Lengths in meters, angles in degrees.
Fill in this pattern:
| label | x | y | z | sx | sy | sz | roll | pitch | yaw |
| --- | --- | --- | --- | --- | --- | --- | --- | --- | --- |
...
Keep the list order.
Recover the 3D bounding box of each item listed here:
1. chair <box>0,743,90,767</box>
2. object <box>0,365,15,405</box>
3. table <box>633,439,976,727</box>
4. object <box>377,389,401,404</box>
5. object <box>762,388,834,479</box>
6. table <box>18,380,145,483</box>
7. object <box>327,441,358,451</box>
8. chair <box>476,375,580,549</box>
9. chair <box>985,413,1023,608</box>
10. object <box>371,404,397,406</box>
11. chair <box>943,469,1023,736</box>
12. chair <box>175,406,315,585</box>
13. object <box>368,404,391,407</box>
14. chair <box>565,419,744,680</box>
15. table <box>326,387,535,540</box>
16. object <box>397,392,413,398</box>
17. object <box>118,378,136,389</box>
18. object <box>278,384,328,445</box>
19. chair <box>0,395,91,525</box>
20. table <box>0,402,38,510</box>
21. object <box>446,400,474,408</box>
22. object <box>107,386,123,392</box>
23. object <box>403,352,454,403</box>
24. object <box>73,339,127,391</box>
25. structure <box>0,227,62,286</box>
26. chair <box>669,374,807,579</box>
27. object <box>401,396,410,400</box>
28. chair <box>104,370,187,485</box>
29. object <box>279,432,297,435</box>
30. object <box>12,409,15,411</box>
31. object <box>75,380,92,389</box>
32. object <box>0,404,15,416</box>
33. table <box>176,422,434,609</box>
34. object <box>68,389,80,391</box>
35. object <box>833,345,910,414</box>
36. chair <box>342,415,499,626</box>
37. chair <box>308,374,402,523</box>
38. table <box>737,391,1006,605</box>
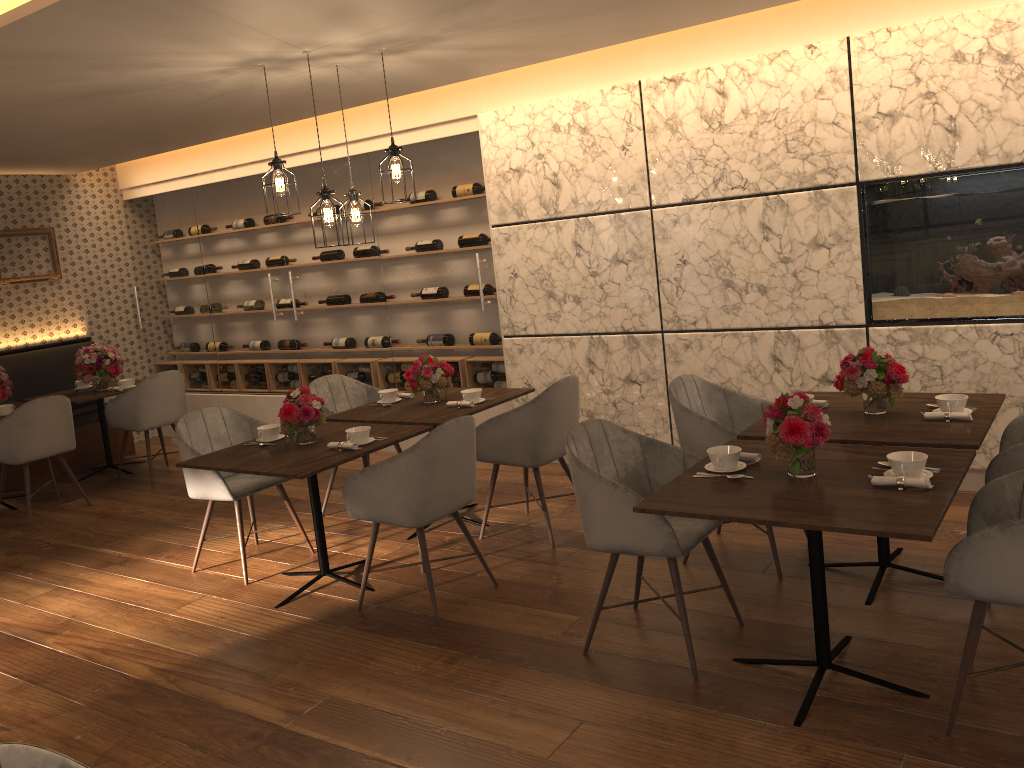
| label | x | y | z | sx | sy | sz | roll | pitch | yaw |
| --- | --- | --- | --- | --- | --- | --- | --- | --- | --- |
| chair | -0.731 | 1.073 | 1.361 | 0.526 | 0.867 | 0.569 | -1 | 9 | 35 |
| object | -4.015 | 0.027 | 6.722 | 0.406 | 0.422 | 0.422 | -8 | 8 | -12 |
| table | 1.052 | 0.672 | 3.044 | 0.896 | 0.716 | 0.903 | 0 | 10 | 35 |
| object | -0.748 | 0.076 | 5.369 | 0.148 | 0.072 | 0.149 | -4 | 9 | 13 |
| object | 0.986 | 0.161 | 3.039 | 0.234 | 0.299 | 0.308 | -5 | 8 | 13 |
| table | -3.494 | 0.404 | 7.592 | 0.896 | 0.716 | 0.903 | 0 | 10 | 35 |
| object | -0.806 | 0.294 | 4.212 | 0.175 | 0.039 | 0.056 | 0 | 11 | 35 |
| chair | 0.122 | 0.388 | 4.880 | 0.526 | 0.867 | 0.569 | -1 | 9 | 35 |
| chair | 2.155 | 0.404 | 3.464 | 0.526 | 0.867 | 0.569 | -1 | 9 | 35 |
| object | -0.766 | 0.125 | 5.294 | 0.210 | 0.004 | 0.022 | 0 | 11 | 35 |
| chair | 1.616 | 0.594 | 2.684 | 0.526 | 0.867 | 0.569 | -1 | 9 | 35 |
| chair | -1.498 | 0.567 | 4.870 | 0.526 | 0.867 | 0.569 | -1 | 9 | 35 |
| object | -0.788 | 0.125 | 5.275 | 0.197 | 0.015 | 0.043 | 1 | 12 | 39 |
| chair | 0.535 | 0.583 | 3.455 | 0.526 | 0.867 | 0.569 | -1 | 9 | 35 |
| table | -0.442 | 0.466 | 5.240 | 0.896 | 0.716 | 0.903 | 0 | 10 | 35 |
| object | -0.682 | 0.070 | 5.463 | 0.175 | 0.039 | 0.056 | 0 | 11 | 35 |
| object | -3.235 | 0.000 | 7.439 | 0.148 | 0.072 | 0.149 | -7 | 9 | -7 |
| object | -1.048 | 0.146 | 4.455 | 0.234 | 0.299 | 0.308 | -5 | 8 | 13 |
| chair | -3.468 | 0.516 | 6.451 | 0.526 | 0.867 | 0.569 | -1 | 9 | 35 |
| table | -4.032 | 0.594 | 6.811 | 0.896 | 0.716 | 0.903 | 0 | 10 | 35 |
| object | -0.290 | 0.112 | 4.959 | 0.175 | 0.039 | 0.056 | 0 | 11 | 35 |
| object | -3.297 | 0.039 | 7.348 | 0.175 | 0.039 | 0.056 | 0 | 11 | 35 |
| object | -0.489 | -0.042 | 5.210 | 0.306 | 0.299 | 0.235 | -11 | 9 | -33 |
| object | -3.496 | -0.159 | 7.492 | 0.406 | 0.422 | 0.422 | -8 | 8 | -11 |
| structure | -4.388 | -1.158 | 7.987 | 0.032 | 0.482 | 0.606 | -2 | 9 | 35 |
| chair | 1.074 | 0.393 | 4.235 | 0.526 | 0.867 | 0.569 | -1 | 9 | 35 |
| object | -0.693 | 0.084 | 5.430 | 0.192 | 0.024 | 0.025 | 0 | 10 | 35 |
| chair | -2.929 | 0.327 | 7.231 | 0.526 | 0.867 | 0.569 | -1 | 9 | 35 |
| object | -1.198 | 0.252 | 4.716 | 0.175 | 0.039 | 0.056 | 0 | 11 | 35 |
| object | -3.747 | 0.204 | 6.731 | 0.197 | 0.015 | 0.043 | 0 | 11 | 31 |
| object | -3.755 | 0.003 | 7.758 | 0.148 | 0.072 | 0.149 | -8 | 9 | -12 |
| object | -3.797 | 0.198 | 6.624 | 0.148 | 0.072 | 0.149 | -8 | 9 | -12 |
| table | -0.981 | 0.656 | 4.460 | 0.896 | 0.716 | 0.903 | 0 | 10 | 35 |
| object | -3.795 | 0.052 | 7.664 | 0.197 | 0.015 | 0.043 | 1 | 12 | 39 |
| object | 1.545 | -0.027 | 3.797 | 0.305 | 0.299 | 0.236 | 0 | 10 | 37 |
| chair | -0.417 | 0.578 | 4.099 | 0.526 | 0.867 | 0.569 | -1 | 9 | 35 |
| chair | -0.959 | 0.377 | 5.651 | 0.526 | 0.867 | 0.569 | -1 | 9 | 35 |
| table | 1.591 | 0.482 | 3.825 | 0.896 | 0.716 | 0.903 | 0 | 10 | 35 |
